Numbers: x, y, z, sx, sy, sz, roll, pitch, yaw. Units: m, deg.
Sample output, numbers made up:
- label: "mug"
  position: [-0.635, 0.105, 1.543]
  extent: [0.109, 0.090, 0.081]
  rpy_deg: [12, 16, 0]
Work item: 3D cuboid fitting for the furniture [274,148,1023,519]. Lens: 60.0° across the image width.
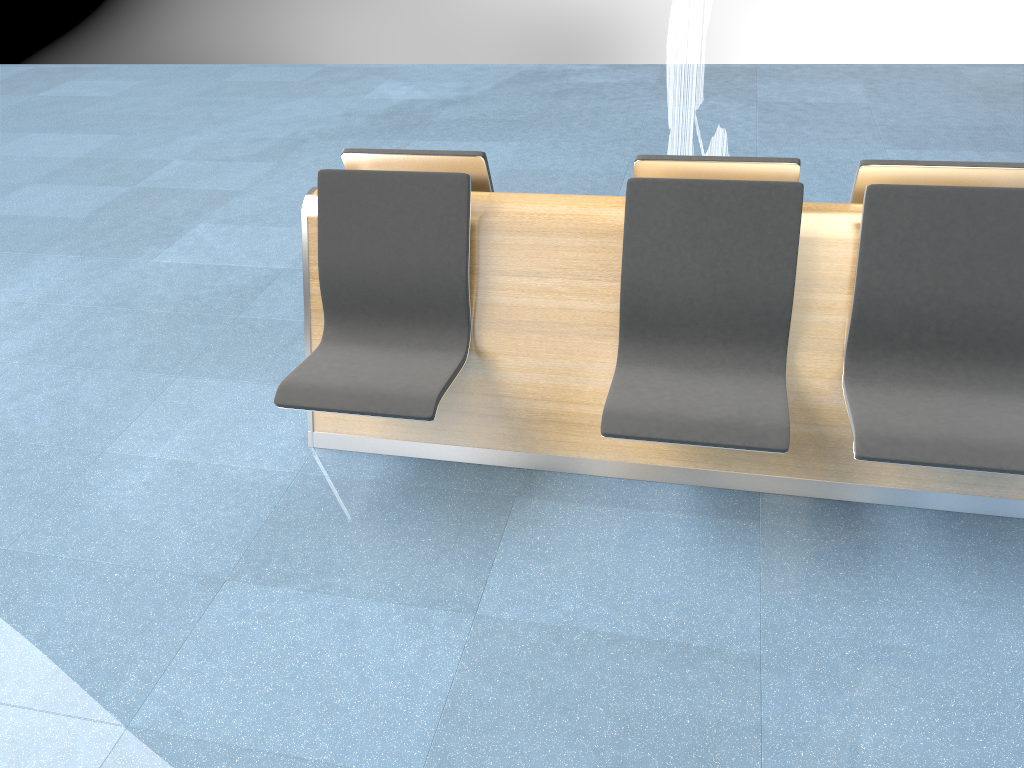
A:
- label: "furniture"
  position: [0.464, -0.268, 2.863]
  extent: [2.281, 0.896, 1.301]
  rpy_deg: [5, 34, 12]
